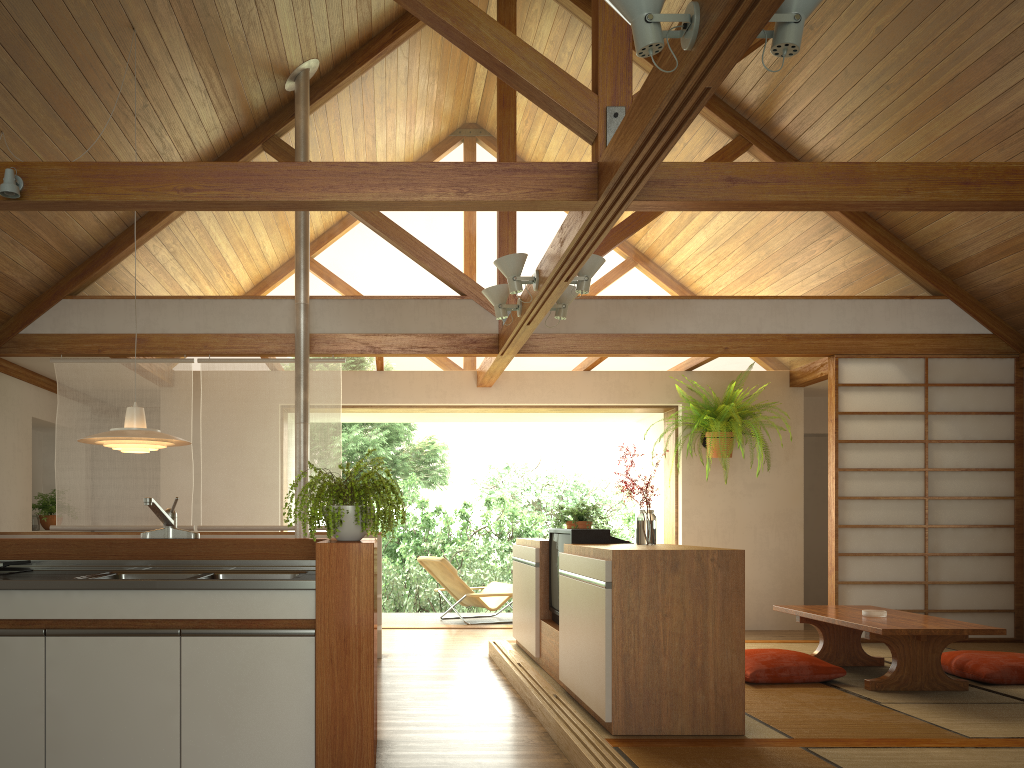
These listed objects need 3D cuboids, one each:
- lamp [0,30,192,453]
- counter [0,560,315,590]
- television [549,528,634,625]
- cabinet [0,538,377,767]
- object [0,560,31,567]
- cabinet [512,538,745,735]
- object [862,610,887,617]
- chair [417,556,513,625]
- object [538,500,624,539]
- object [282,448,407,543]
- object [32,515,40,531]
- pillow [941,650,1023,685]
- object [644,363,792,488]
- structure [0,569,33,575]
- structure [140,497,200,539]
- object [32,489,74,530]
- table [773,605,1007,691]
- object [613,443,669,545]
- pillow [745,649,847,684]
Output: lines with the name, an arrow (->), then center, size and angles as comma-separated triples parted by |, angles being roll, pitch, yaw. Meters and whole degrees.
lamp -> -2.529, -0.707, 4.548 | 1.834, 2.141, 0.547 | -1, -1, 10
counter -> -2.006, 0.765, 3.323 | 2.578, 0.168, 0.624 | 0, -8, 0
television -> 0.496, 1.064, 4.809 | 0.488, 0.536, 0.651 | 0, -5, -5
cabinet -> -1.919, 1.049, 3.411 | 2.777, 0.877, 0.848 | 0, -4, -1
object -> -2.087, 0.724, 3.490 | 0.293, 0.043, 0.213 | 4, -10, -27
cabinet -> 0.465, 1.239, 4.809 | 0.551, 0.731, 2.702 | 0, -8, -8
object -> 1.984, 1.256, 4.792 | 0.112, 0.030, 0.127 | 5, -10, -30
chair -> -0.263, 1.961, 8.410 | 1.173, 0.624, 0.852 | 4, -7, -28
object -> 0.413, 0.960, 5.844 | 0.539, 0.374, 0.532 | 6, -8, -43
object -> -0.616, 0.434, 3.327 | 0.474, 0.349, 0.476 | -2, -6, 21
object -> -3.947, 1.145, 7.224 | 0.091, 0.134, 0.101 | 1, -3, -23
pillow -> 2.685, 1.551, 4.823 | 0.553, 0.131, 0.573 | 1, -9, -5
object -> 1.830, 0.377, 7.430 | 1.251, 1.123, 1.086 | 1, -4, -10
structure -> -2.221, 0.725, 3.342 | 0.579, 0.005, 0.540 | 1, -9, -4
structure -> -1.474, 0.548, 3.580 | 0.251, 0.174, 0.392 | -1, -8, 12
object -> -4.033, 1.094, 7.618 | 0.498, 0.356, 0.568 | 0, -6, 3
table -> 1.997, 1.443, 4.813 | 0.596, 0.333, 1.226 | 1, -8, -6
object -> 0.613, 0.527, 4.218 | 0.240, 0.498, 0.224 | 0, -2, 2
pillow -> 1.434, 1.544, 4.835 | 0.546, 0.147, 0.579 | 1, -9, -10
